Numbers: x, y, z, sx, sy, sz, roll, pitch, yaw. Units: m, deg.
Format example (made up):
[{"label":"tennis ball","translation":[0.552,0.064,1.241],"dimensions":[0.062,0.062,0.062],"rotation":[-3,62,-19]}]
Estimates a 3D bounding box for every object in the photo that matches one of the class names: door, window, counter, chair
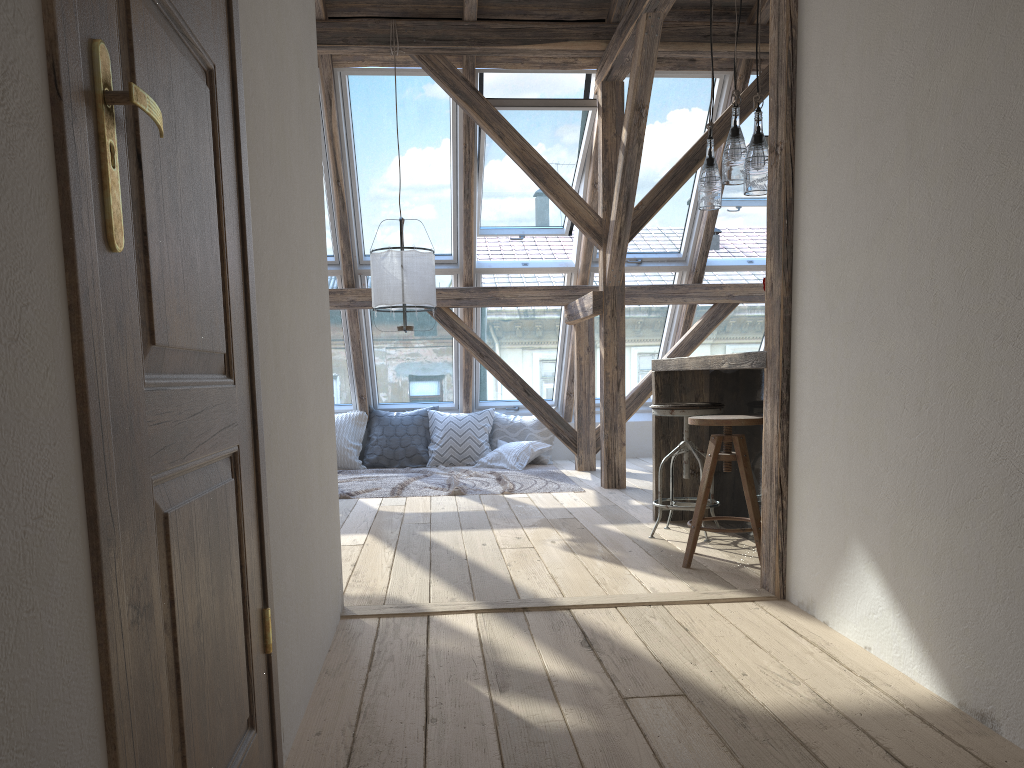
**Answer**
[{"label":"door","translation":[-0.443,-0.253,1.192],"dimensions":[0.082,2.098,0.830],"rotation":[-2,7,-5]},{"label":"window","translation":[1.049,-1.561,6.543],"dimensions":[0.855,1.293,1.084],"rotation":[-2,5,-5]},{"label":"window","translation":[1.960,-1.582,6.682],"dimensions":[0.855,1.292,1.505],"rotation":[-2,4,-5]},{"label":"window","translation":[0.986,-0.372,7.686],"dimensions":[0.855,1.293,1.084],"rotation":[-2,5,-5]},{"label":"window","translation":[-0.783,-1.520,6.386],"dimensions":[0.855,1.293,1.084],"rotation":[-2,5,-5]},{"label":"window","translation":[-0.847,-0.331,7.529],"dimensions":[0.855,1.293,1.084],"rotation":[-2,5,-5]},{"label":"counter","translation":[1.827,0.275,5.053],"dimensions":[2.240,0.862,3.778],"rotation":[-1,1,-5]},{"label":"window","translation":[-1.699,-1.500,6.308],"dimensions":[0.855,1.293,1.084],"rotation":[-2,5,-5]},{"label":"window","translation":[0.129,-1.541,6.513],"dimensions":[0.855,1.292,1.391],"rotation":[-2,4,-5]},{"label":"chair","translation":[0.837,0.410,4.214],"dimensions":[0.353,0.645,0.350],"rotation":[2,7,28]},{"label":"window","translation":[-1.763,-0.311,7.451],"dimensions":[0.855,1.293,1.084],"rotation":[-2,5,-5]},{"label":"chair","translation":[0.882,0.433,3.607],"dimensions":[0.341,0.603,0.336],"rotation":[0,6,15]},{"label":"window","translation":[1.902,-0.393,7.764],"dimensions":[0.855,1.293,1.084],"rotation":[-2,5,-5]},{"label":"window","translation":[0.070,-0.352,7.607],"dimensions":[0.855,1.293,1.084],"rotation":[-2,5,-5]}]

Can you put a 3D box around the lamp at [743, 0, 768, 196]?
[{"label":"lamp","translation":[0.897,-1.425,3.386],"dimensions":[0.226,1.360,0.107],"rotation":[-2,8,-3]}]

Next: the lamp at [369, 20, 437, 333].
[{"label":"lamp","translation":[-0.701,-1.286,5.517],"dimensions":[0.406,1.921,0.395],"rotation":[4,9,36]}]

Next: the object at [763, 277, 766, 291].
[{"label":"object","translation":[1.051,-0.329,3.133],"dimensions":[0.311,0.420,0.248],"rotation":[1,6,28]}]

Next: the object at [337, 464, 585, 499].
[{"label":"object","translation":[-1.170,0.718,6.834],"dimensions":[3.185,0.057,2.168],"rotation":[-1,1,-5]}]

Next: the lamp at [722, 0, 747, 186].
[{"label":"lamp","translation":[0.875,-1.480,3.688],"dimensions":[0.239,1.255,0.107],"rotation":[0,8,7]}]

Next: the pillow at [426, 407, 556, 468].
[{"label":"pillow","translation":[-0.176,0.476,7.811],"dimensions":[1.154,0.541,0.495],"rotation":[-1,4,0]}]

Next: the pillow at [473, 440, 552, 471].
[{"label":"pillow","translation":[-0.009,0.615,7.525],"dimensions":[0.535,0.245,0.471],"rotation":[0,2,36]}]

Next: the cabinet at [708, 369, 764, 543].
[{"label":"cabinet","translation":[1.897,-0.558,4.747],"dimensions":[2.092,2.536,4.175],"rotation":[-2,2,-5]}]

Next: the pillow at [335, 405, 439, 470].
[{"label":"pillow","translation":[-1.276,0.471,7.757],"dimensions":[1.272,0.571,0.462],"rotation":[-1,5,-4]}]

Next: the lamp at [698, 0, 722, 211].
[{"label":"lamp","translation":[0.842,-1.457,3.977],"dimensions":[0.225,1.306,0.107],"rotation":[-2,8,-3]}]
